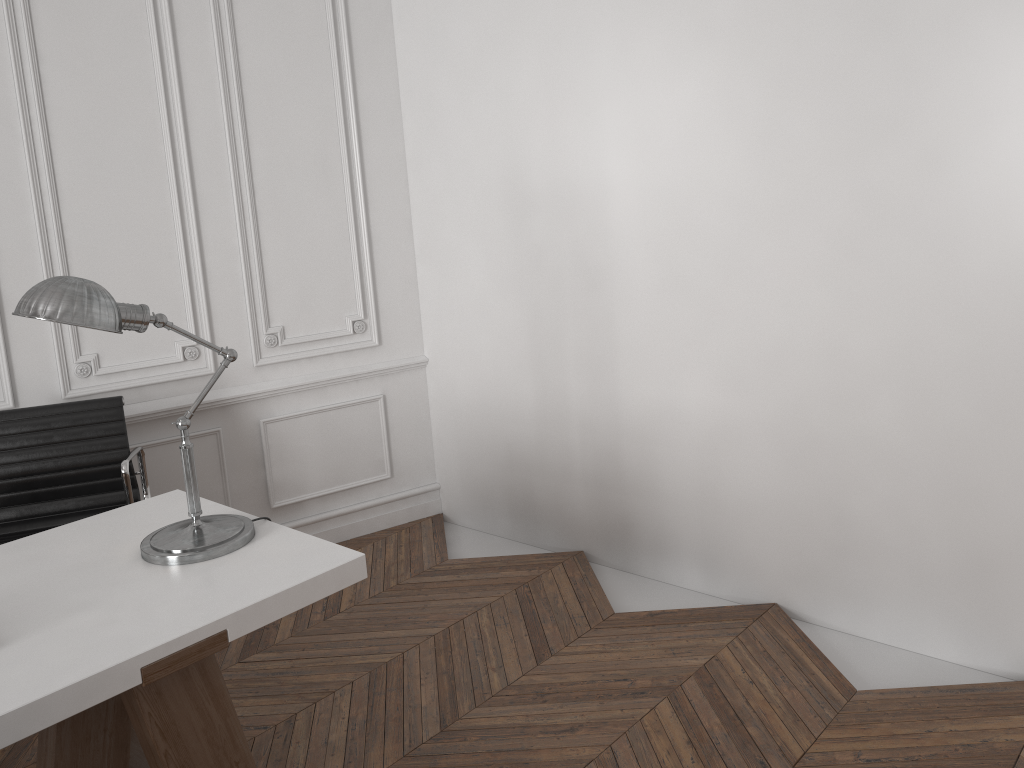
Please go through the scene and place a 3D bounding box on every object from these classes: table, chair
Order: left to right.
[{"bbox_3d":[-1.521,0.997,1.454,0.903,0.741,2.648,5,15,42],"label":"table"},{"bbox_3d":[-1.562,0.575,3.016,0.696,0.914,0.673,-9,10,-23],"label":"chair"}]

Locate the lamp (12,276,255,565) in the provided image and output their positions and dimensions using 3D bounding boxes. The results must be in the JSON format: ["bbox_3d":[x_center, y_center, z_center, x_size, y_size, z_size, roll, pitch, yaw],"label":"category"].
[{"bbox_3d":[-0.865,0.074,2.095,0.269,0.692,0.493,3,12,42],"label":"lamp"}]
